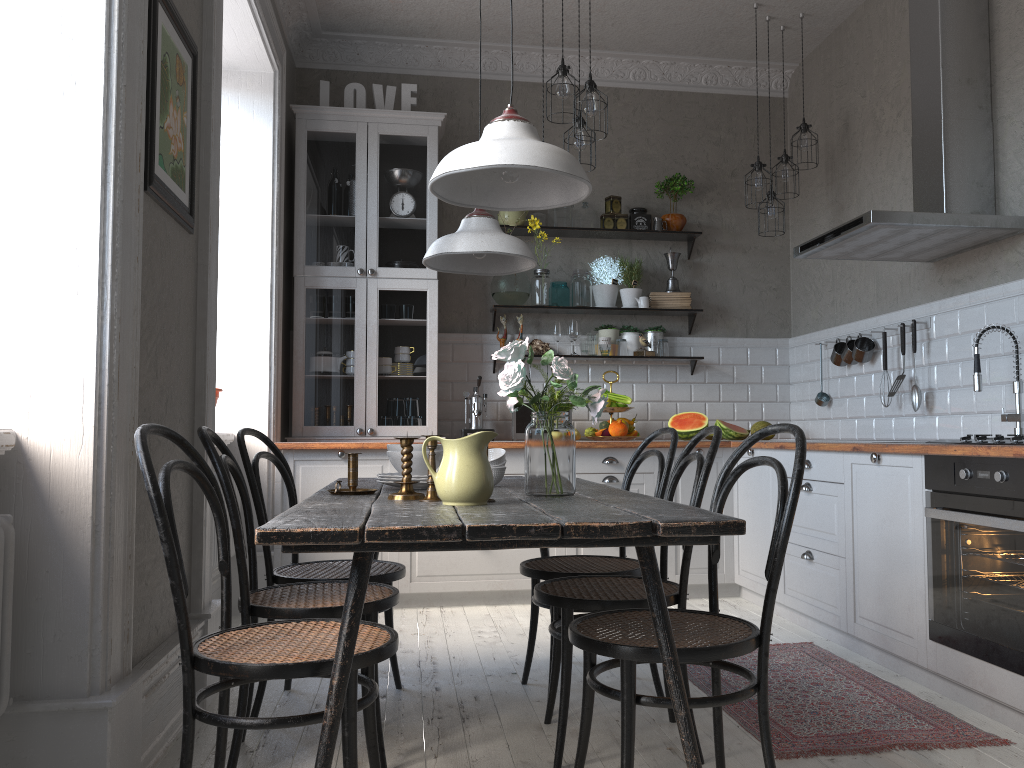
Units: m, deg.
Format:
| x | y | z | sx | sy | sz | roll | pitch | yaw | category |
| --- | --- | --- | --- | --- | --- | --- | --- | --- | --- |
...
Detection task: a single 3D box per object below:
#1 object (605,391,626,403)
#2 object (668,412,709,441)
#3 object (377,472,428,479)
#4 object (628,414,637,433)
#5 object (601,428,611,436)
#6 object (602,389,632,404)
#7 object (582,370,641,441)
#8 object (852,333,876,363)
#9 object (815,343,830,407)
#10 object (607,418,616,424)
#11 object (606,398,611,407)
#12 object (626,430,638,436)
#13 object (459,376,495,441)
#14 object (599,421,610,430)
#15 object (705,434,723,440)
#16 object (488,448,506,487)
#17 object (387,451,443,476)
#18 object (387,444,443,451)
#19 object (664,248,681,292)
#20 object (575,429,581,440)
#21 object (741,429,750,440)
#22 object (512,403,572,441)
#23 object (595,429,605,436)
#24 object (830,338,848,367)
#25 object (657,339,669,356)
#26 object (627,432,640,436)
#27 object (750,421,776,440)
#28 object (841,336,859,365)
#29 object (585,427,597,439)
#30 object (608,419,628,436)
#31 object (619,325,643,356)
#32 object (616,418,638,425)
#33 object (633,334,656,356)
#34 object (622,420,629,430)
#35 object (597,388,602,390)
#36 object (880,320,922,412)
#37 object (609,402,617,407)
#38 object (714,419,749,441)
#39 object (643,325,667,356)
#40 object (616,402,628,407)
| x | y | z | sx | sy | sz | roll | pitch | yaw | category |
| --- | --- | --- | --- | --- | --- | --- | --- | --- | --- |
| 0.632 | 0.087 | 5.367 | 0.179 | 0.096 | 0.089 | -1 | -3 | 12 | object |
| 1.036 | 0.248 | 5.208 | 0.233 | 0.174 | 0.219 | -1 | -3 | 14 | object |
| -0.290 | 0.286 | 2.694 | 0.235 | 0.027 | 0.240 | -1 | -3 | 15 | object |
| 0.717 | 0.237 | 5.345 | 0.060 | 0.120 | 0.127 | -1 | -3 | 16 | object |
| 0.538 | 0.303 | 5.296 | 0.071 | 0.076 | 0.225 | 1 | -4 | -25 | object |
| 0.612 | 0.073 | 5.296 | 0.211 | 0.101 | 0.067 | 0 | -3 | -2 | object |
| 0.595 | 0.130 | 5.316 | 0.357 | 0.425 | 0.346 | 1 | -4 | -23 | object |
| 1.872 | -0.193 | 4.716 | 0.108 | 0.161 | 0.137 | -1 | -3 | 9 | object |
| 1.826 | -0.055 | 5.221 | 0.077 | 0.379 | 0.082 | 0 | -3 | -8 | object |
| 0.607 | 0.251 | 5.376 | 0.086 | 0.093 | 0.086 | 1 | -3 | -12 | object |
| 0.555 | 0.113 | 5.240 | 0.059 | 0.069 | 0.079 | -1 | -3 | 12 | object |
| 0.702 | 0.300 | 5.265 | 0.088 | 0.051 | 0.069 | -3 | -4 | 40 | object |
| -0.199 | 0.147 | 5.137 | 0.207 | 0.370 | 0.351 | 0 | -3 | -7 | object |
| 0.575 | 0.262 | 5.378 | 0.078 | 0.076 | 0.156 | -1 | -4 | 19 | object |
| 1.247 | 0.316 | 5.460 | 0.199 | 0.067 | 0.103 | 0 | -3 | -2 | object |
| -0.080 | 0.261 | 2.772 | 0.124 | 0.119 | 0.128 | -1 | -3 | 8 | object |
| -0.291 | 0.250 | 2.696 | 0.182 | 0.094 | 0.177 | 1 | -3 | -17 | object |
| -0.291 | 0.230 | 2.697 | 0.182 | 0.094 | 0.177 | 1 | -3 | -17 | object |
| 1.021 | -0.712 | 5.631 | 0.133 | 0.287 | 0.128 | 1 | -4 | -23 | object |
| 0.298 | 0.286 | 5.092 | 0.198 | 0.083 | 0.188 | 0 | -3 | -8 | object |
| 1.377 | 0.308 | 5.383 | 0.204 | 0.073 | 0.117 | 3 | -5 | -45 | object |
| 0.177 | 0.226 | 5.280 | 0.354 | 0.226 | 0.087 | 0 | -3 | -9 | object |
| 0.525 | 0.293 | 5.278 | 0.084 | 0.057 | 0.089 | -2 | -4 | 24 | object |
| 1.851 | -0.178 | 4.970 | 0.108 | 0.161 | 0.137 | 0 | -3 | 4 | object |
| 0.942 | -0.223 | 5.524 | 0.078 | 0.108 | 0.077 | 1 | -3 | -14 | object |
| 0.671 | 0.298 | 5.384 | 0.213 | 0.044 | 0.055 | -2 | -4 | 30 | object |
| 1.518 | 0.283 | 5.357 | 0.129 | 0.119 | 0.208 | -3 | -5 | 45 | object |
| 1.866 | -0.186 | 4.843 | 0.109 | 0.161 | 0.136 | 0 | -3 | -6 | object |
| 0.481 | 0.292 | 5.308 | 0.075 | 0.072 | 0.154 | -1 | -4 | 22 | object |
| 0.621 | 0.261 | 5.187 | 0.115 | 0.110 | 0.109 | 3 | -4 | -40 | object |
| 0.747 | -0.269 | 5.602 | 0.171 | 0.214 | 0.149 | -1 | -4 | 22 | object |
| 0.689 | 0.231 | 5.348 | 0.128 | 0.056 | 0.059 | 1 | -3 | -16 | object |
| 0.831 | -0.239 | 5.526 | 0.121 | 0.147 | 0.098 | 3 | -4 | -40 | object |
| 0.652 | 0.254 | 5.268 | 0.088 | 0.078 | 0.089 | -1 | -4 | 18 | object |
| 0.546 | 0.051 | 5.291 | 0.074 | 0.058 | 0.050 | 2 | -4 | -31 | object |
| 1.892 | -0.081 | 4.341 | 0.081 | 0.443 | 0.327 | 0 | -3 | -6 | object |
| 0.594 | 0.136 | 5.260 | 0.064 | 0.061 | 0.066 | 0 | -3 | -8 | object |
| 1.299 | 0.271 | 5.197 | 0.228 | 0.127 | 0.146 | 1 | -4 | -25 | object |
| 0.910 | -0.266 | 5.637 | 0.160 | 0.213 | 0.152 | 1 | -3 | -10 | object |
| 0.646 | 0.140 | 5.303 | 0.077 | 0.062 | 0.098 | 2 | -4 | -35 | object |
